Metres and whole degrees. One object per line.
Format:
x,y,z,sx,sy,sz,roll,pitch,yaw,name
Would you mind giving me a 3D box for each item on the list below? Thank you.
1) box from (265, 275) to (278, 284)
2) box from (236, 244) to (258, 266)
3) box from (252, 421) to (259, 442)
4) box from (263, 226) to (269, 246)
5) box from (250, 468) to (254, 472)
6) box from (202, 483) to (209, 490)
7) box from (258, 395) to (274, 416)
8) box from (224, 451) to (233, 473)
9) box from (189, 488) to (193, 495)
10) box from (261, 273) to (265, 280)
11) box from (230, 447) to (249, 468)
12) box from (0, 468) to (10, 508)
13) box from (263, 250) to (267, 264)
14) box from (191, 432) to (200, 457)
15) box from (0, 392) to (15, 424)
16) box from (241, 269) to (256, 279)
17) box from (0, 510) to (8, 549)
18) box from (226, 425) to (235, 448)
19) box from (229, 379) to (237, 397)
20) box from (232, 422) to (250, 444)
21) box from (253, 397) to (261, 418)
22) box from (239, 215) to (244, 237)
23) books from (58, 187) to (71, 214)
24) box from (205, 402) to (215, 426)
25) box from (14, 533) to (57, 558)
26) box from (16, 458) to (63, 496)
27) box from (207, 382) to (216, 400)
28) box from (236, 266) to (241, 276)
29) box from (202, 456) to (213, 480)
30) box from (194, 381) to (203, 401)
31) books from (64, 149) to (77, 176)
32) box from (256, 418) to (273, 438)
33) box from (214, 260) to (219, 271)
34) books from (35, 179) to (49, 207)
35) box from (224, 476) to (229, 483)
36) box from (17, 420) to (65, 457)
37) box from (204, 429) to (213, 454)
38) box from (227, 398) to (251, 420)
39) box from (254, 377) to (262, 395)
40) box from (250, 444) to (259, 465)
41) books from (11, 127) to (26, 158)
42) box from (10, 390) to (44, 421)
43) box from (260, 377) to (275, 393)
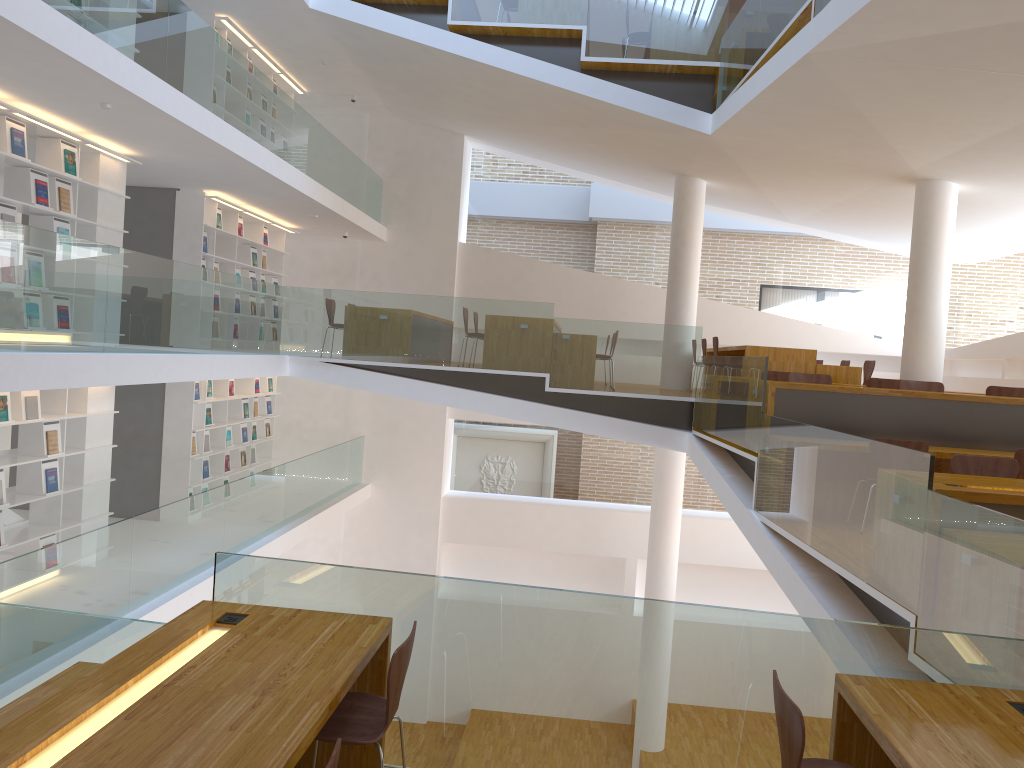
-3.544,-1.428,12.955,0.274,0.296,0.245,4,2,5,box
-3.595,-1.729,12.059,0.274,0.296,0.245,4,2,5,box
-3.727,0.643,12.492,0.274,0.296,0.245,4,2,5,box
-3.543,-2.067,12.409,0.274,0.296,0.245,4,2,5,box
-3.771,1.298,12.524,0.274,0.296,0.245,4,2,5,box
-3.897,1.343,10.981,0.274,0.296,0.245,4,2,5,box
-3.661,0.300,13.014,0.274,0.296,0.245,4,2,5,box
-3.823,0.997,11.602,0.274,0.296,0.245,4,2,5,box
-3.932,1.357,10.556,0.274,0.296,0.245,4,2,5,box
-3.588,-1.412,12.421,0.274,0.296,0.245,4,2,5,box
-3.777,0.981,12.166,0.274,0.296,0.245,4,2,5,box
-4.122,0.808,6.921,0.274,0.296,0.245,4,2,5,box
-3.565,-1.740,12.420,0.274,0.296,0.245,4,2,5,box
-3.888,0.699,10.535,0.274,0.296,0.245,4,2,5,box
-4.076,0.152,6.914,0.274,0.296,0.245,4,2,5,box
-3.617,-1.402,12.071,0.274,0.296,0.245,4,2,5,box
-4.143,1.136,6.938,0.274,0.296,0.245,4,2,5,box
-3.800,0.669,11.605,0.274,0.296,0.245,4,2,5,box
-3.755,0.013,11.561,0.274,0.296,0.245,4,2,5,box
-3.756,0.653,12.141,0.274,0.296,0.245,4,2,5,box
-3.704,0.315,12.490,0.274,0.296,0.245,4,2,5,box
-3.616,-2.042,11.490,0.274,0.296,0.245,4,2,5,box
-3.802,-1.556,7.537,0.037,0.210,0.145,4,2,5,books
-3.833,0.356,10.920,0.274,0.296,0.245,4,2,5,box
-4.105,1.442,7.690,0.274,0.296,0.245,4,2,5,box
-4.062,0.787,7.643,0.274,0.296,0.245,4,2,5,box
-3.813,0.034,10.885,0.274,0.296,0.245,4,2,5,box
-3.661,-1.386,11.535,0.274,0.296,0.245,4,2,5,box
-3.876,1.015,10.959,0.274,0.296,0.245,4,2,5,box
-3.844,0.047,10.514,0.274,0.296,0.245,4,2,5,box
-3.772,-1.886,7.577,0.037,0.210,0.145,4,2,5,books
-3.682,0.627,13.038,0.274,0.296,0.245,4,2,5,box
-3.718,-1.366,10.839,0.274,0.296,0.245,4,2,5,box
-3.828,-1.549,7.222,0.037,0.210,0.145,4,2,5,books
-3.845,1.325,11.614,0.274,0.296,0.245,4,2,5,box
-4.040,0.460,7.630,0.274,0.296,0.245,4,2,5,box
-3.857,0.689,10.909,0.274,0.296,0.245,4,2,5,box
-3.734,0.326,12.130,0.274,0.296,0.245,4,2,5,box
-3.682,-0.012,12.479,0.274,0.296,0.245,4,2,5,box
-3.748,0.971,12.522,0.274,0.296,0.245,4,2,5,box
-3.830,-1.868,6.879,0.037,0.210,0.145,4,2,5,books
-4.437,1.979,3.932,0.498,3.764,7.125,4,2,5,box
-3.639,-0.027,13.003,0.274,0.296,0.245,4,2,5,box
